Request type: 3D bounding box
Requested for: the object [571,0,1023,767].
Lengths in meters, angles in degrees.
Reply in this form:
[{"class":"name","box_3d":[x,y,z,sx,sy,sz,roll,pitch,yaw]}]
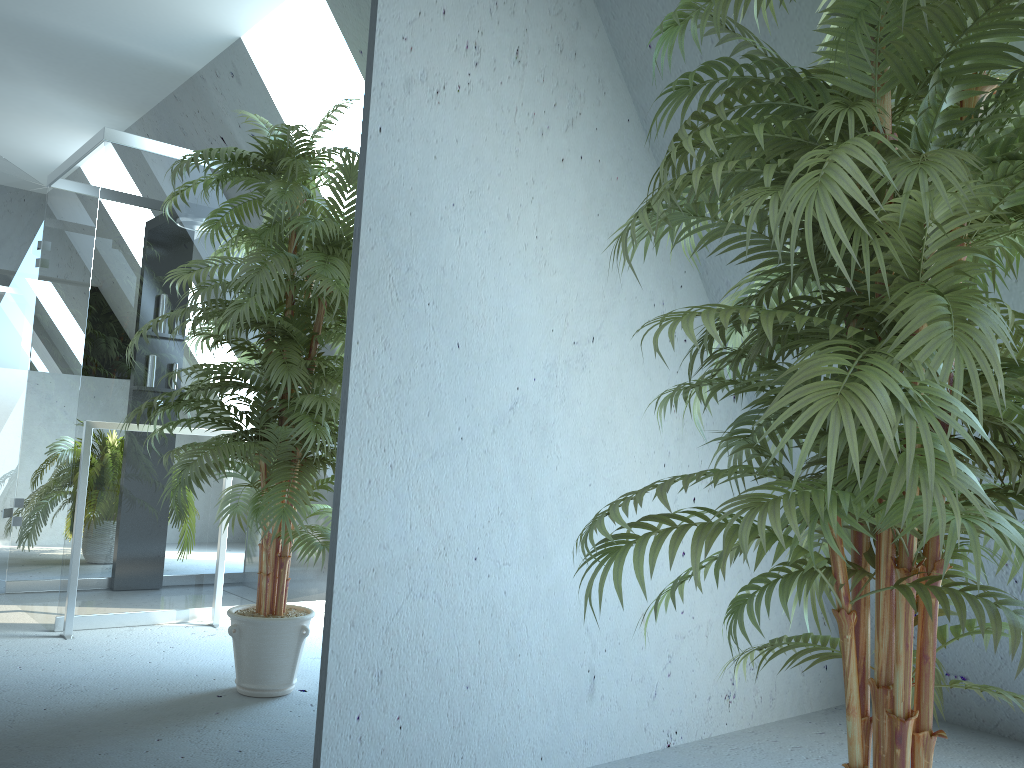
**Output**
[{"class":"object","box_3d":[0.608,-0.051,1.400,0.980,2.034,1.020,3,-5,9]}]
